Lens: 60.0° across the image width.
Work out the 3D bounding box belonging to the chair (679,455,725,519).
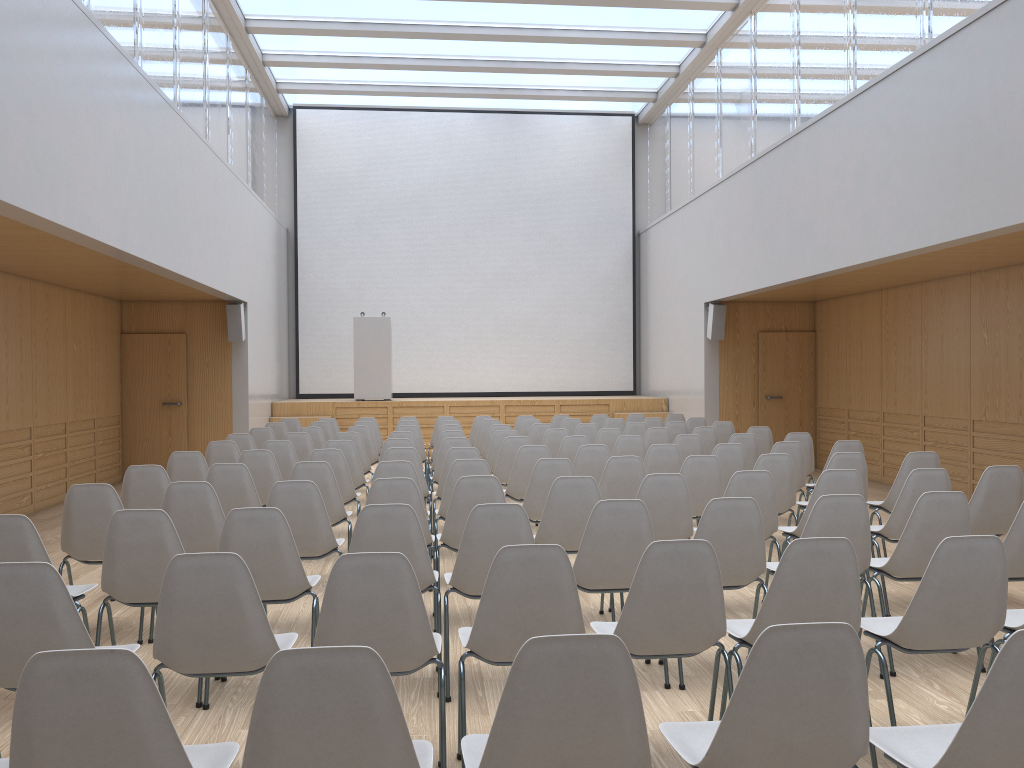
[{"bbox_3d":[1.275,0.921,6.303,0.479,0.876,0.505,-1,1,-6],"label":"chair"}]

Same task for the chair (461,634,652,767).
[{"bbox_3d":[0.111,0.979,2.182,0.479,0.876,0.505,-1,1,-6],"label":"chair"}]

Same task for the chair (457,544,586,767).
[{"bbox_3d":[0.042,0.967,3.198,0.479,0.876,0.505,-1,1,-6],"label":"chair"}]

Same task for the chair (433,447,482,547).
[{"bbox_3d":[-0.399,0.924,7.115,0.479,0.876,0.505,-1,1,-6],"label":"chair"}]

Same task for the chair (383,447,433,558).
[{"bbox_3d":[-0.880,0.927,7.134,0.479,0.876,0.505,-1,1,-6],"label":"chair"}]

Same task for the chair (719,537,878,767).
[{"bbox_3d":[1.031,0.959,3.282,0.479,0.876,0.505,-1,1,-6],"label":"chair"}]

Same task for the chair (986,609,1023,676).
[{"bbox_3d":[2.078,0.950,3.391,0.479,0.876,0.505,-1,1,-6],"label":"chair"}]

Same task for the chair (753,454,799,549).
[{"bbox_3d":[1.794,0.916,6.377,0.479,0.876,0.505,-1,1,-6],"label":"chair"}]

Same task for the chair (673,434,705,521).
[{"bbox_3d":[1.587,0.894,8.325,0.479,0.876,0.505,-1,1,-6],"label":"chair"}]

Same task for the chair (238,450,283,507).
[{"bbox_3d":[-1.969,0.937,7.011,0.479,0.876,0.505,-1,1,-6],"label":"chair"}]

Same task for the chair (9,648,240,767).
[{"bbox_3d":[-0.917,0.987,2.104,0.479,0.876,0.505,-1,1,-6],"label":"chair"}]

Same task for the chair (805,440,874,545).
[{"bbox_3d":[2.730,0.896,7.507,0.479,0.876,0.505,-1,1,-6],"label":"chair"}]

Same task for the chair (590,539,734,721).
[{"bbox_3d":[0.547,0.963,3.260,0.479,0.876,0.505,-1,1,-6],"label":"chair"}]

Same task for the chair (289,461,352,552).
[{"bbox_3d":[-1.335,0.943,6.072,0.479,0.876,0.505,-1,1,-6],"label":"chair"}]

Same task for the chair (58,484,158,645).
[{"bbox_3d":[-2.253,0.963,4.953,0.479,0.876,0.505,-1,1,-6],"label":"chair"}]

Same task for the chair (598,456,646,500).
[{"bbox_3d":[0.748,0.925,6.297,0.479,0.876,0.505,-1,1,-6],"label":"chair"}]

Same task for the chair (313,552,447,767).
[{"bbox_3d":[-0.470,0.972,3.086,0.479,0.876,0.505,-1,1,-6],"label":"chair"}]

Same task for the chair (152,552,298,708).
[{"bbox_3d":[-1.004,0.976,3.100,0.479,0.876,0.505,-1,1,-6],"label":"chair"}]

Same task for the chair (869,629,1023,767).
[{"bbox_3d":[1.179,0.971,2.210,0.479,0.876,0.505,-1,1,-6],"label":"chair"}]

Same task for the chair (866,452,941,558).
[{"bbox_3d":[2.843,0.908,6.445,0.479,0.876,0.505,-1,1,-6],"label":"chair"}]

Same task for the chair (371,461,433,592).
[{"bbox_3d":[-0.789,0.939,6.069,0.479,0.876,0.505,-1,1,-6],"label":"chair"}]

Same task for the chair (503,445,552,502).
[{"bbox_3d":[0.149,0.918,7.230,0.479,0.876,0.505,-1,1,-6],"label":"chair"}]

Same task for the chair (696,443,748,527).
[{"bbox_3d":[1.705,0.906,7.291,0.479,0.876,0.505,-1,1,-6],"label":"chair"}]

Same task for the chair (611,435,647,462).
[{"bbox_3d":[1.053,0.899,8.291,0.479,0.876,0.505,-1,1,-6],"label":"chair"}]

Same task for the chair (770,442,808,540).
[{"bbox_3d":[2.210,0.901,7.425,0.479,0.876,0.505,-1,1,-6],"label":"chair"}]

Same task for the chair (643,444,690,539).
[{"bbox_3d":[1.181,0.910,7.278,0.479,0.876,0.505,-1,1,-6],"label":"chair"}]

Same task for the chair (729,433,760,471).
[{"bbox_3d":[2.118,0.889,8.439,0.479,0.876,0.505,-1,1,-6],"label":"chair"}]

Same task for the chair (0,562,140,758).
[{"bbox_3d":[-1.543,0.982,2.975,0.479,0.876,0.505,-1,1,-6],"label":"chair"}]

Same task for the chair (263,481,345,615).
[{"bbox_3d":[-1.192,0.955,5.022,0.479,0.876,0.505,-1,1,-6],"label":"chair"}]

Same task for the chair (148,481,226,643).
[{"bbox_3d":[-1.756,0.959,5.023,0.479,0.876,0.505,-1,1,-6],"label":"chair"}]

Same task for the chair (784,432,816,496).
[{"bbox_3d":[2.636,0.885,8.474,0.479,0.876,0.505,-1,1,-6],"label":"chair"}]

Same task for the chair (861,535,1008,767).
[{"bbox_3d":[1.555,0.955,3.296,0.479,0.876,0.505,-1,1,-6],"label":"chair"}]

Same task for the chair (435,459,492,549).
[{"bbox_3d":[-0.302,0.934,6.160,0.479,0.876,0.505,-1,1,-6],"label":"chair"}]

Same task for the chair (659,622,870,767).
[{"bbox_3d":[0.647,0.974,2.256,0.479,0.876,0.505,-1,1,-6],"label":"chair"}]

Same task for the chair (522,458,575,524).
[{"bbox_3d":[0.257,0.930,6.177,0.479,0.876,0.505,-1,1,-6],"label":"chair"}]

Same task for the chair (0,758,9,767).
[{"bbox_3d":[-1.423,0.992,2.023,0.479,0.876,0.505,-1,1,-6],"label":"chair"}]

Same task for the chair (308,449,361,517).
[{"bbox_3d":[-1.442,0.932,7.047,0.479,0.876,0.505,-1,1,-6],"label":"chair"}]

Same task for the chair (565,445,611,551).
[{"bbox_3d":[0.625,0.914,7.261,0.479,0.876,0.505,-1,1,-6],"label":"chair"}]

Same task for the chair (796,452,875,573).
[{"bbox_3d":[2.328,0.911,6.450,0.479,0.876,0.505,-1,1,-6],"label":"chair"}]

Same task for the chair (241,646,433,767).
[{"bbox_3d":[-0.414,0.984,2.108,0.479,0.876,0.505,-1,1,-6],"label":"chair"}]
